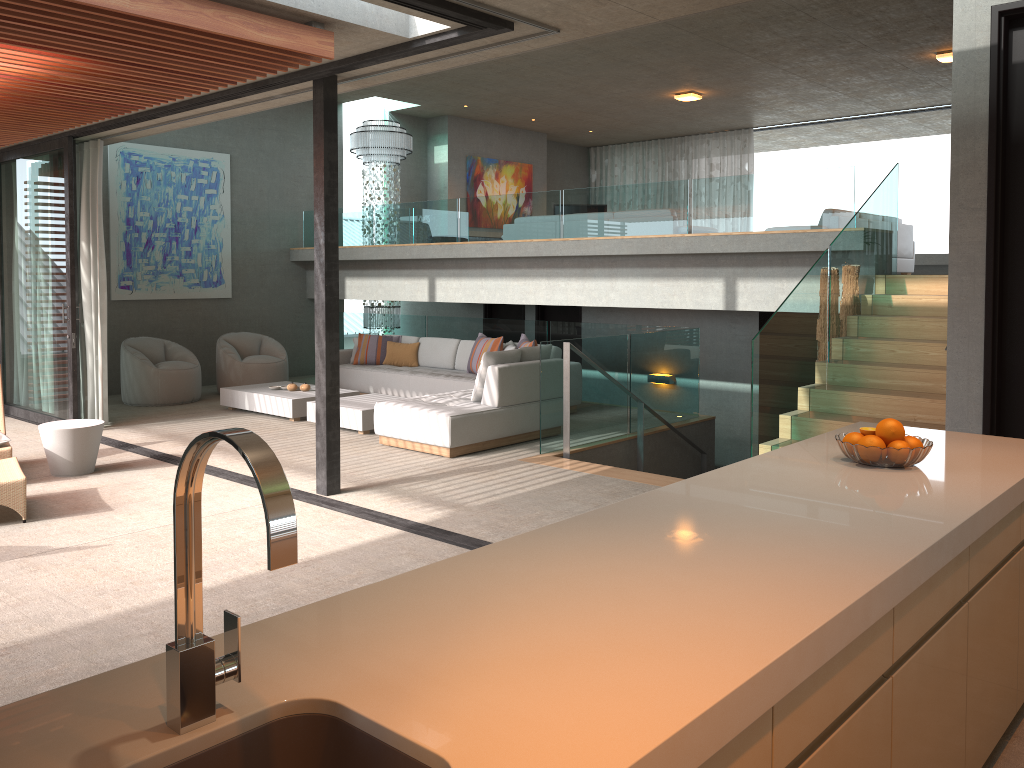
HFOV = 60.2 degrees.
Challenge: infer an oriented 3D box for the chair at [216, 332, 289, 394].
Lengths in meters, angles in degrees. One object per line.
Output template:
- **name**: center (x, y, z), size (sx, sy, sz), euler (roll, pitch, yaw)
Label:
- **chair**: center (-3.443, -0.279, 11.729), size (0.923, 0.784, 0.924), euler (-2, 5, -24)

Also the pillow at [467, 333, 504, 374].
- **pillow**: center (-0.327, -0.326, 10.271), size (0.311, 0.492, 0.740), euler (-2, 6, -25)

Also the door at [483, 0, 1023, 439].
- **door**: center (0.529, 0.140, 5.469), size (5.774, 4.453, 15.414), euler (1, 7, 14)

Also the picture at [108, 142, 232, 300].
- **picture**: center (-4.609, -2.181, 12.020), size (0.030, 2.041, 1.725), euler (2, 4, 42)

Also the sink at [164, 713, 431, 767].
- **sink**: center (-0.300, 0.602, 1.139), size (0.375, 0.134, 0.375), euler (6, 9, 41)

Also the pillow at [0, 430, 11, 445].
- **pillow**: center (-4.145, 0.398, 6.648), size (0.596, 0.193, 0.596), euler (-5, 8, -37)

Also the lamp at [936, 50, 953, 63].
- **lamp**: center (5.445, -4.048, 10.919), size (0.301, 0.091, 0.301), euler (6, 9, 41)

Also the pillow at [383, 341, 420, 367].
- **pillow**: center (-1.414, -0.383, 11.365), size (0.463, 0.323, 0.227), euler (0, 4, 5)

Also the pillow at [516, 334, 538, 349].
- **pillow**: center (0.146, -0.289, 9.869), size (0.279, 0.502, 0.701), euler (0, 5, -5)

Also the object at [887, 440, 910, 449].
- **object**: center (1.305, 0.231, 2.981), size (0.081, 0.081, 0.081), euler (3, 6, 35)

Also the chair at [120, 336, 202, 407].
- **chair**: center (-4.317, -0.176, 10.887), size (0.925, 0.784, 0.923), euler (-5, 7, -44)

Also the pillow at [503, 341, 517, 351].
- **pillow**: center (-0.068, -0.276, 10.078), size (0.239, 0.403, 0.597), euler (0, 5, -5)

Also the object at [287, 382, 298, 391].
- **object**: center (-2.480, 0.027, 9.972), size (0.120, 0.105, 0.120), euler (-5, 7, -44)

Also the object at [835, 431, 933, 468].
- **object**: center (1.288, 0.232, 3.069), size (0.316, 0.081, 0.316), euler (6, 9, 41)

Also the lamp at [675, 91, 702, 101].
- **lamp**: center (2.671, -4.350, 13.386), size (0.301, 0.091, 0.301), euler (6, 9, 41)

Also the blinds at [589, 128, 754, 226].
- **blinds**: center (3.059, -3.547, 17.728), size (3.857, 2.718, 0.223), euler (5, 5, 41)

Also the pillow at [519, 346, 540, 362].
- **pillow**: center (0.178, -0.131, 8.555), size (0.239, 0.496, 0.493), euler (3, 5, 42)

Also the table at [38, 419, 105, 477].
- **table**: center (-3.499, 0.512, 7.034), size (0.475, 0.392, 0.477), euler (2, 6, 23)

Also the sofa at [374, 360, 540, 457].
- **sofa**: center (-0.367, 0.149, 8.324), size (1.015, 0.730, 1.601), euler (5, 8, 41)

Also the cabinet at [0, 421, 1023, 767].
- **cabinet**: center (0.482, 0.835, 2.154), size (0.802, 0.895, 4.135), euler (4, 8, 41)

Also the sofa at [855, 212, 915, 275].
- **sofa**: center (4.714, -1.973, 12.525), size (0.977, 0.860, 3.258), euler (4, 8, 41)

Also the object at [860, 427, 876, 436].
- **object**: center (1.310, 0.206, 3.123), size (0.173, 0.100, 0.097), euler (0, 5, -4)

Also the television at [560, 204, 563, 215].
- **television**: center (1.226, -2.926, 15.852), size (0.960, 0.581, 0.190), euler (0, 3, -2)

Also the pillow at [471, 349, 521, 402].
- **pillow**: center (-0.144, -0.076, 8.198), size (0.266, 0.481, 0.494), euler (3, 5, 42)

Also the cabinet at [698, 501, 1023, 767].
- **cabinet**: center (1.180, 0.145, 0.976), size (1.969, 2.555, 7.497), euler (4, 7, 41)

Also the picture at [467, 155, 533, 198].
- **picture**: center (-0.202, -3.466, 16.168), size (0.030, 1.245, 1.756), euler (2, 5, 42)

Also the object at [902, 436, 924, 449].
- **object**: center (1.368, 0.222, 3.036), size (0.086, 0.087, 0.087), euler (0, 5, 2)

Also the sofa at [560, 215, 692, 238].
- **sofa**: center (1.272, -1.966, 12.471), size (3.255, 0.861, 0.977), euler (6, 8, 41)

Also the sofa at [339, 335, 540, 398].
- **sofa**: center (-0.846, -0.155, 10.717), size (3.468, 0.750, 1.052), euler (6, 8, 41)

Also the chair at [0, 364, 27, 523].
- **chair**: center (-3.989, 0.378, 6.345), size (0.701, 0.823, 2.304), euler (-3, 7, -33)

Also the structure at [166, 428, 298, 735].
- **structure**: center (-0.369, 0.279, 1.216), size (0.258, 0.440, 0.097), euler (3, 4, 42)

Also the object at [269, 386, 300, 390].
- **object**: center (-2.555, 0.047, 10.083), size (0.437, 0.039, 0.156), euler (0, 7, -2)

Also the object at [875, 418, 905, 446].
- **object**: center (1.298, 0.165, 3.033), size (0.095, 0.094, 0.094), euler (-2, 5, -28)

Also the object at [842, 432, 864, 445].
- **object**: center (1.203, 0.212, 3.099), size (0.087, 0.087, 0.087), euler (3, 5, 32)

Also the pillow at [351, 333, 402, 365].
- **pillow**: center (-1.755, -0.447, 11.502), size (0.655, 0.440, 0.342), euler (0, 4, -5)

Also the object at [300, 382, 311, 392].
- **object**: center (-2.327, 0.030, 9.946), size (0.119, 0.105, 0.120), euler (-1, 5, -14)

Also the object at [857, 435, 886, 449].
- **object**: center (1.224, 0.221, 3.009), size (0.094, 0.094, 0.095), euler (3, 5, 30)

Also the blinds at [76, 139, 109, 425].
- **blinds**: center (-5.020, -1.122, 9.788), size (2.430, 2.913, 0.223), euler (4, 4, 41)

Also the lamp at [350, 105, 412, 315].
- **lamp**: center (-2.108, -2.662, 14.293), size (1.000, 3.925, 1.003), euler (1, 3, 22)

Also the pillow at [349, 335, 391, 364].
- **pillow**: center (-1.857, -0.425, 11.672), size (0.618, 0.419, 0.313), euler (-1, 4, -12)
